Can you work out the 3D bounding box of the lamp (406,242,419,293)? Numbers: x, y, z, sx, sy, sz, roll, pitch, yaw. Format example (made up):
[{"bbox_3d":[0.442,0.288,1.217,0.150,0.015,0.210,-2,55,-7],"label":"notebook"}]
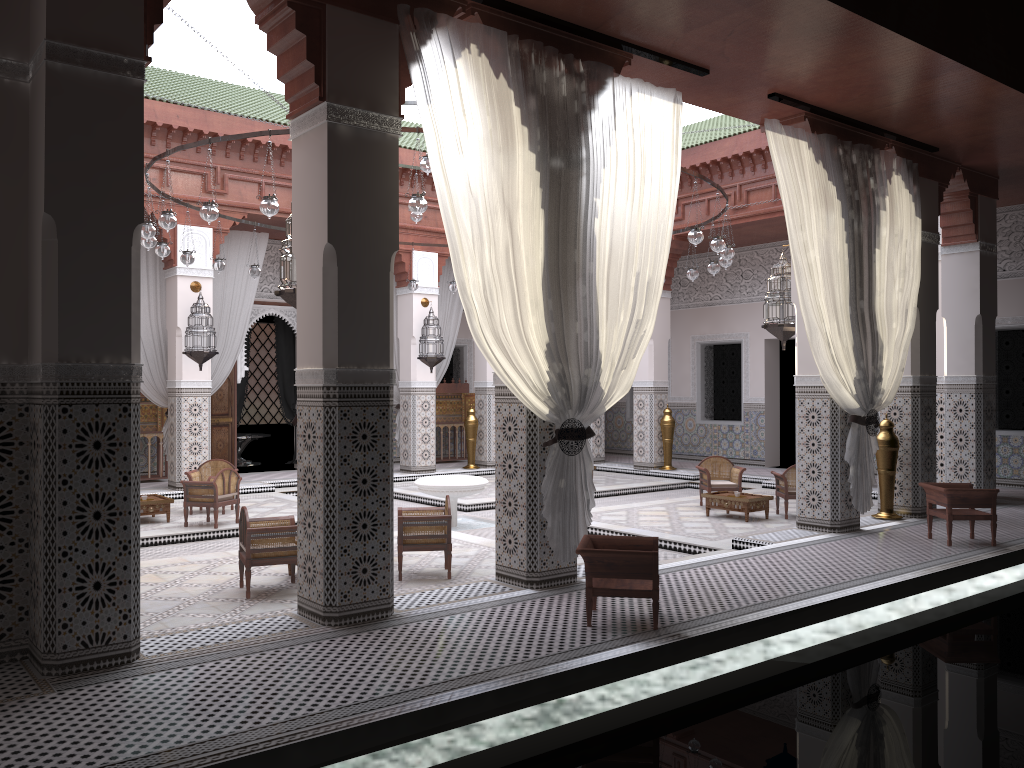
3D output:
[{"bbox_3d":[-0.728,-0.853,6.497,0.090,0.371,0.091,0,0,27],"label":"lamp"}]

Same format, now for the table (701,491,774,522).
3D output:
[{"bbox_3d":[1.277,0.689,5.030,0.229,0.142,0.330,0,0,-38],"label":"table"}]

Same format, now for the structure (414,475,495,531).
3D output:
[{"bbox_3d":[-0.346,0.704,5.192,0.528,0.310,0.501,0,0,-38],"label":"structure"}]

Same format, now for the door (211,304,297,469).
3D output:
[{"bbox_3d":[-2.019,-0.009,7.371,1.244,1.461,0.419,0,0,-38],"label":"door"}]

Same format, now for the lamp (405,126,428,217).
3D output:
[{"bbox_3d":[-0.388,-0.867,3.618,0.091,0.371,0.090,0,0,-23],"label":"lamp"}]

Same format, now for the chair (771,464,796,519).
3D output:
[{"bbox_3d":[1.634,0.602,5.059,0.263,0.313,0.208,0,0,2],"label":"chair"}]

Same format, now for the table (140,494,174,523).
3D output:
[{"bbox_3d":[-2.054,0.697,4.950,0.229,0.142,0.330,0,0,-38],"label":"table"}]

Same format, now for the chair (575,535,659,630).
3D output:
[{"bbox_3d":[0.317,0.594,2.626,0.234,0.252,0.259,0,0,10],"label":"chair"}]

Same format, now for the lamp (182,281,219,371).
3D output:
[{"bbox_3d":[-2.085,-0.397,5.939,0.216,0.618,0.217,0,0,-38],"label":"lamp"}]

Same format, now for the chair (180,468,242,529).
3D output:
[{"bbox_3d":[-1.624,0.609,4.800,0.208,0.313,0.263,0,0,18],"label":"chair"}]

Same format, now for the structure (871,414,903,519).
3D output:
[{"bbox_3d":[1.955,0.424,4.625,0.156,0.539,0.156,0,0,-21],"label":"structure"}]

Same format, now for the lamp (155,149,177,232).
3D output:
[{"bbox_3d":[-1.542,-0.863,3.954,0.091,0.371,0.090,0,0,-23],"label":"lamp"}]

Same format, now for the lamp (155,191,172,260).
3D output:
[{"bbox_3d":[-1.899,-0.858,4.797,0.090,0.371,0.091,0,0,-43],"label":"lamp"}]

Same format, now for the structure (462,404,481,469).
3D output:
[{"bbox_3d":[-0.346,0.444,7.542,0.156,0.539,0.156,0,0,-33],"label":"structure"}]

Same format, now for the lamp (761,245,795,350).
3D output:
[{"bbox_3d":[1.378,-0.448,4.495,0.216,0.552,0.221,0,0,-38],"label":"lamp"}]

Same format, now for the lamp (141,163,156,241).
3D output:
[{"bbox_3d":[-1.733,-0.861,4.197,0.091,0.371,0.090,0,0,-23],"label":"lamp"}]

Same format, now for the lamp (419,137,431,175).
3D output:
[{"bbox_3d":[-0.426,-1.222,4.399,0.091,0.371,0.090,0,0,17],"label":"lamp"}]

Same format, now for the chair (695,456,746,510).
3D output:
[{"bbox_3d":[1.281,0.605,5.452,0.263,0.313,0.208,0,0,-2],"label":"chair"}]

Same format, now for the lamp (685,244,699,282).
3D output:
[{"bbox_3d":[1.203,-0.861,5.868,0.091,0.371,0.090,0,0,37],"label":"lamp"}]

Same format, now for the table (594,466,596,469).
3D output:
[{"bbox_3d":[0.463,0.700,6.935,0.229,0.142,0.330,0,0,-38],"label":"table"}]

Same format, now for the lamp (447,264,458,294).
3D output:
[{"bbox_3d":[-0.437,-0.853,6.597,0.090,0.371,0.091,0,0,37],"label":"lamp"}]

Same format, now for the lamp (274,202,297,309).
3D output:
[{"bbox_3d":[-0.655,-0.450,2.891,0.216,0.552,0.221,0,0,-38],"label":"lamp"}]

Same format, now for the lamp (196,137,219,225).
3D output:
[{"bbox_3d":[-1.293,-0.864,3.769,0.091,0.371,0.090,0,0,-23],"label":"lamp"}]

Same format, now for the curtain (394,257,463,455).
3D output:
[{"bbox_3d":[-0.864,-0.247,7.362,1.304,1.761,0.048,0,0,-38],"label":"curtain"}]

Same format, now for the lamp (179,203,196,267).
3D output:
[{"bbox_3d":[-1.877,-0.856,5.105,0.090,0.371,0.091,0,0,-33],"label":"lamp"}]

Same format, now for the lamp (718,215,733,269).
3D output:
[{"bbox_3d":[1.263,-0.864,5.246,0.091,0.371,0.090,0,0,-23],"label":"lamp"}]

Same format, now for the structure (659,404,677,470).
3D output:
[{"bbox_3d":[1.297,0.439,7.383,0.156,0.539,0.156,0,0,12],"label":"structure"}]

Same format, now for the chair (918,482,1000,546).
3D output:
[{"bbox_3d":[1.964,0.573,3.906,0.234,0.252,0.259,0,0,1],"label":"chair"}]

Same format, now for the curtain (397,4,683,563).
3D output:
[{"bbox_3d":[0.193,-0.272,3.034,1.303,1.764,0.129,0,0,-38],"label":"curtain"}]

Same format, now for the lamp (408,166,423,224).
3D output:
[{"bbox_3d":[-0.619,-1.215,5.713,0.090,0.371,0.091,0,0,22],"label":"lamp"}]

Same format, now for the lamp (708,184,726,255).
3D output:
[{"bbox_3d":[1.079,-0.866,4.655,0.091,0.371,0.090,0,0,-23],"label":"lamp"}]

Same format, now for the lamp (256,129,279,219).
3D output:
[{"bbox_3d":[-1.004,-0.866,3.653,0.091,0.371,0.090,0,0,-23],"label":"lamp"}]

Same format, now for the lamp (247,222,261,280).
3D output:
[{"bbox_3d":[-1.656,-0.854,5.690,0.090,0.371,0.091,0,0,-3],"label":"lamp"}]

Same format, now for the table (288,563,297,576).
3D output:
[{"bbox_3d":[-0.720,0.686,3.456,0.229,0.142,0.330,0,0,-38],"label":"table"}]

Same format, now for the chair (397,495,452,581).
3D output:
[{"bbox_3d":[-0.349,0.600,3.512,0.208,0.313,0.263,0,0,-8],"label":"chair"}]

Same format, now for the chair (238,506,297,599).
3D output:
[{"bbox_3d":[-0.880,0.600,3.245,0.208,0.313,0.263,0,0,-24],"label":"chair"}]

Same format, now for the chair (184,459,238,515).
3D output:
[{"bbox_3d":[-1.792,0.612,5.299,0.263,0.313,0.208,0,0,-2],"label":"chair"}]

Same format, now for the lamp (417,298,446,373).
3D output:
[{"bbox_3d":[-0.643,-0.395,7.076,0.216,0.618,0.217,0,0,-38],"label":"lamp"}]

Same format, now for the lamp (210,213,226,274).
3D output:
[{"bbox_3d":[-1.795,-0.855,5.406,0.090,0.371,0.091,0,0,-23],"label":"lamp"}]

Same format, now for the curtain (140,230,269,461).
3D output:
[{"bbox_3d":[-2.335,-0.248,6.225,1.304,1.761,0.048,0,0,-38],"label":"curtain"}]

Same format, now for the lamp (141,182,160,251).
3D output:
[{"bbox_3d":[-1.850,-0.859,4.491,0.091,0.371,0.090,0,0,32],"label":"lamp"}]

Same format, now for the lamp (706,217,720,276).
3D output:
[{"bbox_3d":[1.275,-0.862,5.567,0.091,0.371,0.090,0,0,37],"label":"lamp"}]

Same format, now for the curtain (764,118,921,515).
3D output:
[{"bbox_3d":[1.638,-0.268,4.169,1.304,1.761,0.137,0,0,-38],"label":"curtain"}]

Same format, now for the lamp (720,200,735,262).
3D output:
[{"bbox_3d":[1.199,-0.865,4.942,0.091,0.371,0.090,0,0,-23],"label":"lamp"}]

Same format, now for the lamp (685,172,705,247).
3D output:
[{"bbox_3d":[0.909,-0.867,4.398,0.091,0.371,0.090,0,0,-23],"label":"lamp"}]
